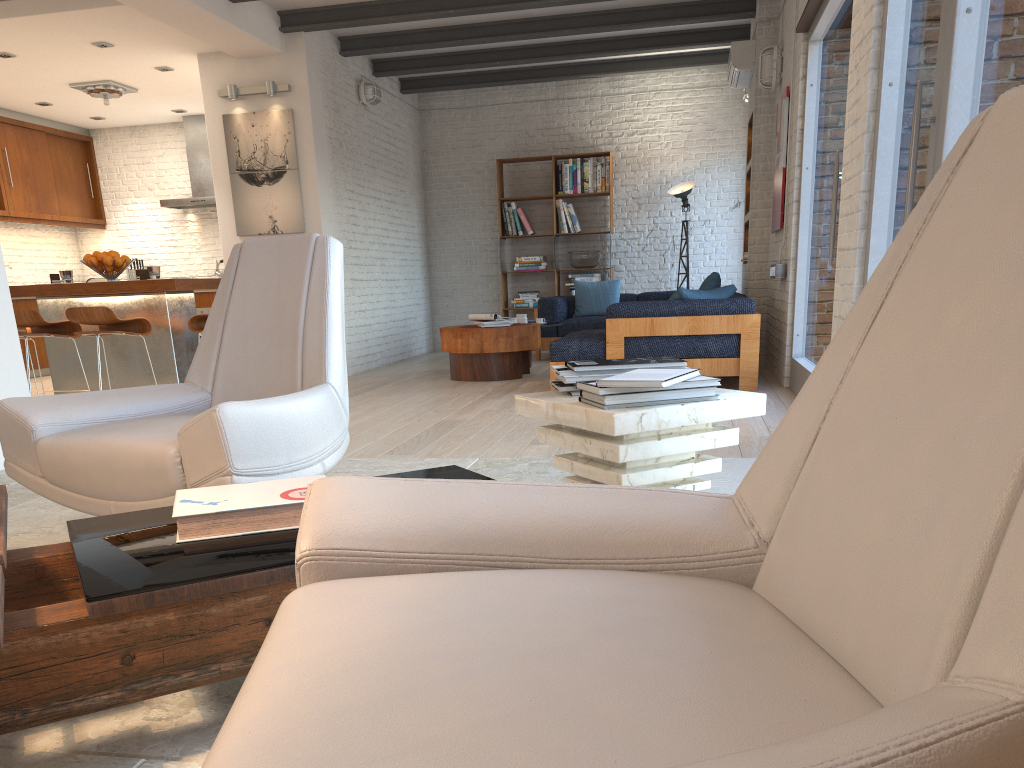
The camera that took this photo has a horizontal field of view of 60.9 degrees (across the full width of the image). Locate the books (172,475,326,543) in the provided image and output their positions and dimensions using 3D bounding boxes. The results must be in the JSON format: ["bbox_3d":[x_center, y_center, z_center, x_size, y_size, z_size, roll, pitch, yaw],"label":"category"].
[{"bbox_3d":[-0.547,0.261,1.869,0.325,0.059,0.247,-5,7,-18],"label":"books"}]

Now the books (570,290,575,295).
[{"bbox_3d":[0.896,-1.104,10.504,0.379,0.067,0.235,-3,7,-2],"label":"books"}]

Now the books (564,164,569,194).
[{"bbox_3d":[0.655,-2.378,10.183,0.055,0.343,0.244,1,13,11],"label":"books"}]

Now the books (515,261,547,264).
[{"bbox_3d":[0.234,-1.469,10.541,0.356,0.021,0.262,-1,7,10],"label":"books"}]

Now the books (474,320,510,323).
[{"bbox_3d":[-0.178,-0.549,7.665,0.251,0.011,0.308,-4,7,-14],"label":"books"}]

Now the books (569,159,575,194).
[{"bbox_3d":[0.700,-2.407,10.169,0.036,0.399,0.234,1,14,11],"label":"books"}]

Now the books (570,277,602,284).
[{"bbox_3d":[0.892,-1.248,10.482,0.380,0.067,0.235,-2,7,6],"label":"books"}]

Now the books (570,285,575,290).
[{"bbox_3d":[0.865,-1.163,10.481,0.326,0.058,0.245,-2,7,6],"label":"books"}]

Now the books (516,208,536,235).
[{"bbox_3d":[0.173,-1.938,10.432,0.195,0.331,0.244,1,13,11],"label":"books"}]

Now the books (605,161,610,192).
[{"bbox_3d":[1.123,-2.389,10.114,0.055,0.343,0.244,1,13,11],"label":"books"}]

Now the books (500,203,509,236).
[{"bbox_3d":[-0.065,-1.965,10.451,0.091,0.400,0.234,1,14,11],"label":"books"}]

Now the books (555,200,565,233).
[{"bbox_3d":[0.587,-1.976,10.336,0.101,0.399,0.234,1,14,11],"label":"books"}]

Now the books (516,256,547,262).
[{"bbox_3d":[0.240,-1.507,10.527,0.326,0.058,0.245,-1,7,14],"label":"books"}]

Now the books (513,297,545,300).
[{"bbox_3d":[0.211,-1.042,10.659,0.380,0.019,0.235,-2,7,4],"label":"books"}]

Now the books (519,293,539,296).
[{"bbox_3d":[0.207,-1.098,10.674,0.236,0.019,0.164,-2,7,4],"label":"books"}]

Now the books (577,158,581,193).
[{"bbox_3d":[0.791,-2.408,10.146,0.036,0.399,0.234,1,14,11],"label":"books"}]

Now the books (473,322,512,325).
[{"bbox_3d":[-0.175,-0.539,7.676,0.251,0.011,0.309,-5,7,-19],"label":"books"}]

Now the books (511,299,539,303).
[{"bbox_3d":[0.198,-1.016,10.680,0.379,0.038,0.235,-1,7,11],"label":"books"}]

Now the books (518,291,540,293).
[{"bbox_3d":[0.211,-1.123,10.646,0.252,0.018,0.156,-1,7,11],"label":"books"}]

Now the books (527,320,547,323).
[{"bbox_3d":[0.216,-0.627,8.774,0.228,0.024,0.158,-6,8,-30],"label":"books"}]

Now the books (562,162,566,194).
[{"bbox_3d":[0.619,-2.393,10.203,0.021,0.373,0.261,1,13,11],"label":"books"}]

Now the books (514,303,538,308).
[{"bbox_3d":[0.219,-0.969,10.681,0.326,0.058,0.246,0,8,21],"label":"books"}]

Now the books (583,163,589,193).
[{"bbox_3d":[0.874,-2.381,10.133,0.055,0.343,0.244,1,13,11],"label":"books"}]

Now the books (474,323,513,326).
[{"bbox_3d":[-0.165,-0.531,7.695,0.251,0.011,0.309,-5,7,-19],"label":"books"}]

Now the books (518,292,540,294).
[{"bbox_3d":[0.212,-1.111,10.663,0.242,0.009,0.150,-1,7,11],"label":"books"}]

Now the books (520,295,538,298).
[{"bbox_3d":[0.213,-1.071,10.674,0.206,0.035,0.127,-1,7,11],"label":"books"}]

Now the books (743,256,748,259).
[{"bbox_3d":[2.240,-1.180,8.117,0.171,0.019,0.228,-1,7,13],"label":"books"}]

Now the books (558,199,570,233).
[{"bbox_3d":[0.619,-1.973,10.307,0.103,0.399,0.234,1,14,11],"label":"books"}]

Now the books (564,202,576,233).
[{"bbox_3d":[0.697,-1.960,10.315,0.124,0.363,0.261,1,13,11],"label":"books"}]

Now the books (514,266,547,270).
[{"bbox_3d":[0.225,-1.402,10.549,0.380,0.038,0.235,-2,7,7],"label":"books"}]

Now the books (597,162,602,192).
[{"bbox_3d":[1.023,-2.385,10.112,0.055,0.343,0.244,1,13,11],"label":"books"}]

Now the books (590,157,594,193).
[{"bbox_3d":[0.944,-2.413,10.139,0.036,0.399,0.234,1,14,11],"label":"books"}]

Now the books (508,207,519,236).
[{"bbox_3d":[0.029,-1.944,10.467,0.102,0.347,0.244,1,13,11],"label":"books"}]

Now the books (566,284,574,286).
[{"bbox_3d":[0.882,-1.203,10.479,0.444,0.021,0.262,-1,7,11],"label":"books"}]

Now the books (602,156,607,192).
[{"bbox_3d":[1.070,-2.414,10.101,0.036,0.399,0.234,1,14,11],"label":"books"}]

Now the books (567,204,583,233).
[{"bbox_3d":[0.742,-1.950,10.295,0.158,0.342,0.244,1,13,11],"label":"books"}]

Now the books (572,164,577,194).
[{"bbox_3d":[0.750,-2.382,10.182,0.055,0.343,0.244,1,13,11],"label":"books"}]

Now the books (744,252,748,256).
[{"bbox_3d":[2.241,-1.207,8.115,0.132,0.035,0.199,1,7,22],"label":"books"}]

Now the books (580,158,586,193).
[{"bbox_3d":[0.830,-2.410,10.148,0.036,0.399,0.234,1,14,11],"label":"books"}]

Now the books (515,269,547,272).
[{"bbox_3d":[0.237,-1.374,10.562,0.355,0.021,0.262,-1,7,11],"label":"books"}]

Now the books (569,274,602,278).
[{"bbox_3d":[0.884,-1.299,10.464,0.379,0.038,0.235,-1,7,11],"label":"books"}]

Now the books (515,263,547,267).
[{"bbox_3d":[0.233,-1.438,10.530,0.380,0.038,0.235,-2,7,5],"label":"books"}]

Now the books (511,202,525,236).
[{"bbox_3d":[0.076,-1.965,10.420,0.121,0.397,0.234,1,14,11],"label":"books"}]

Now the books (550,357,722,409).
[{"bbox_3d":[0.329,-0.005,2.345,0.389,0.082,0.548,-3,7,-5],"label":"books"}]

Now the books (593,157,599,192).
[{"bbox_3d":[0.978,-2.412,10.119,0.036,0.399,0.234,1,14,11],"label":"books"}]

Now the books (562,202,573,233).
[{"bbox_3d":[0.674,-1.958,10.311,0.124,0.363,0.261,1,13,11],"label":"books"}]

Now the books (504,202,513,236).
[{"bbox_3d":[-0.026,-1.967,10.452,0.091,0.400,0.234,1,14,11],"label":"books"}]

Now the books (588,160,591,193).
[{"bbox_3d":[0.914,-2.398,10.135,0.021,0.373,0.261,1,13,11],"label":"books"}]

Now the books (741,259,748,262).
[{"bbox_3d":[2.236,-1.155,8.137,0.162,0.018,0.243,0,7,22],"label":"books"}]

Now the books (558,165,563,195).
[{"bbox_3d":[0.582,-2.379,10.215,0.055,0.343,0.244,1,13,11],"label":"books"}]

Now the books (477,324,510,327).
[{"bbox_3d":[-0.165,-0.518,7.683,0.252,0.011,0.307,-3,7,-9],"label":"books"}]

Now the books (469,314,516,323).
[{"bbox_3d":[-0.175,-0.571,7.738,0.317,0.113,0.267,5,11,43],"label":"books"}]
